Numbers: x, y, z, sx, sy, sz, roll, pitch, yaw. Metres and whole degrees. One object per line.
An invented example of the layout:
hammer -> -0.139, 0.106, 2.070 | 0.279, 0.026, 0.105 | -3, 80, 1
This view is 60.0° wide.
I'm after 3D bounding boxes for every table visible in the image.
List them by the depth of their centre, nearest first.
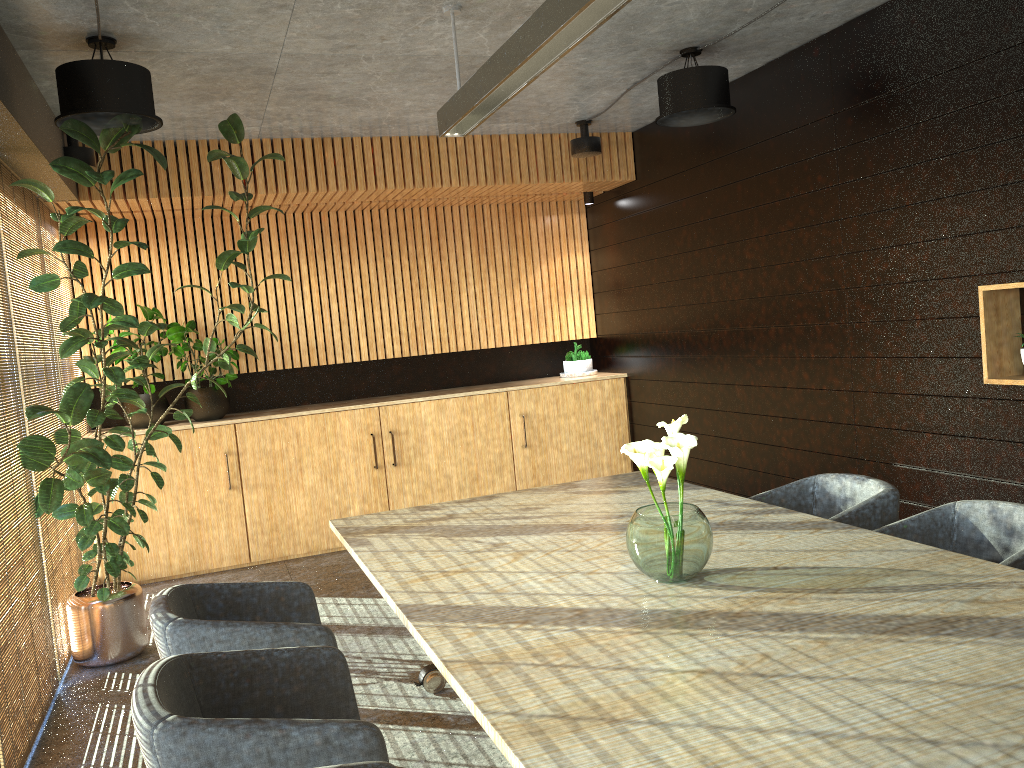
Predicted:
table -> 0.602, 1.126, 3.065 | 1.816, 0.927, 3.932 | -7, 4, -19

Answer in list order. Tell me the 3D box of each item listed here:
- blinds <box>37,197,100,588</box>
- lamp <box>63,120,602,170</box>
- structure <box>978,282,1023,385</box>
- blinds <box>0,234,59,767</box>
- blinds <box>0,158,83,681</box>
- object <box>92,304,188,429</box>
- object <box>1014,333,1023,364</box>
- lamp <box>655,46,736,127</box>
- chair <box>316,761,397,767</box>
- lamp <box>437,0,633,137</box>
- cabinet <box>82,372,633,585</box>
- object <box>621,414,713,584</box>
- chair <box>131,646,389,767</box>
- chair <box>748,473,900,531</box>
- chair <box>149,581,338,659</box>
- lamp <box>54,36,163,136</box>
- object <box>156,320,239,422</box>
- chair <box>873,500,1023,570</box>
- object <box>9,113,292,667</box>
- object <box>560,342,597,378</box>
blinds -> -3.492, 0.147, 7.103 | 0.039, 3.038, 1.422 | -7, 4, -19
lamp -> -1.225, -1.869, 6.840 | 4.179, 0.294, 0.257 | -7, 4, -19
structure -> 2.811, -0.356, 3.448 | 0.242, 1.130, 2.172 | -7, 4, -19
blinds -> -2.507, 0.237, 4.312 | 0.039, 3.038, 1.422 | -7, 4, -19
blinds -> -3.004, 0.191, 5.720 | 0.039, 3.038, 1.422 | -7, 4, -19
object -> -3.205, -0.149, 7.526 | 0.666, 1.054, 0.640 | -4, 4, 22
object -> 2.521, -0.184, 4.220 | 0.241, 0.318, 0.226 | -9, 5, -44
lamp -> 1.165, -1.932, 5.712 | 0.513, 0.497, 0.513 | -5, 4, 10
chair -> -0.374, 1.294, 1.772 | 0.761, 0.944, 0.706 | -7, 4, -19
lamp -> 0.316, -1.582, 2.891 | 0.151, 0.618, 4.009 | -7, 4, -19
cabinet -> -1.273, 0.787, 8.330 | 4.954, 1.272, 1.006 | -7, 4, -19
object -> 0.523, 0.394, 3.037 | 0.295, 0.546, 0.322 | -6, 4, -9
chair -> -0.674, 1.266, 2.620 | 0.761, 0.944, 0.706 | -7, 4, -19
chair -> 1.468, 0.955, 4.320 | 0.761, 0.944, 0.706 | -7, 4, -19
chair -> -0.973, 1.239, 3.467 | 0.761, 0.944, 0.706 | -7, 4, -19
lamp -> -2.098, -1.553, 4.572 | 0.513, 0.497, 0.513 | -2, 5, 41
object -> -2.711, -0.119, 7.686 | 0.679, 0.880, 0.512 | -6, 4, -16
chair -> 1.767, 0.983, 3.472 | 0.761, 0.944, 0.706 | -7, 4, -19
object -> -2.417, 0.082, 5.354 | 1.958, 3.266, 1.875 | -4, 4, 19
object -> 0.668, -0.255, 9.058 | 0.384, 0.347, 0.384 | -5, 4, 3
